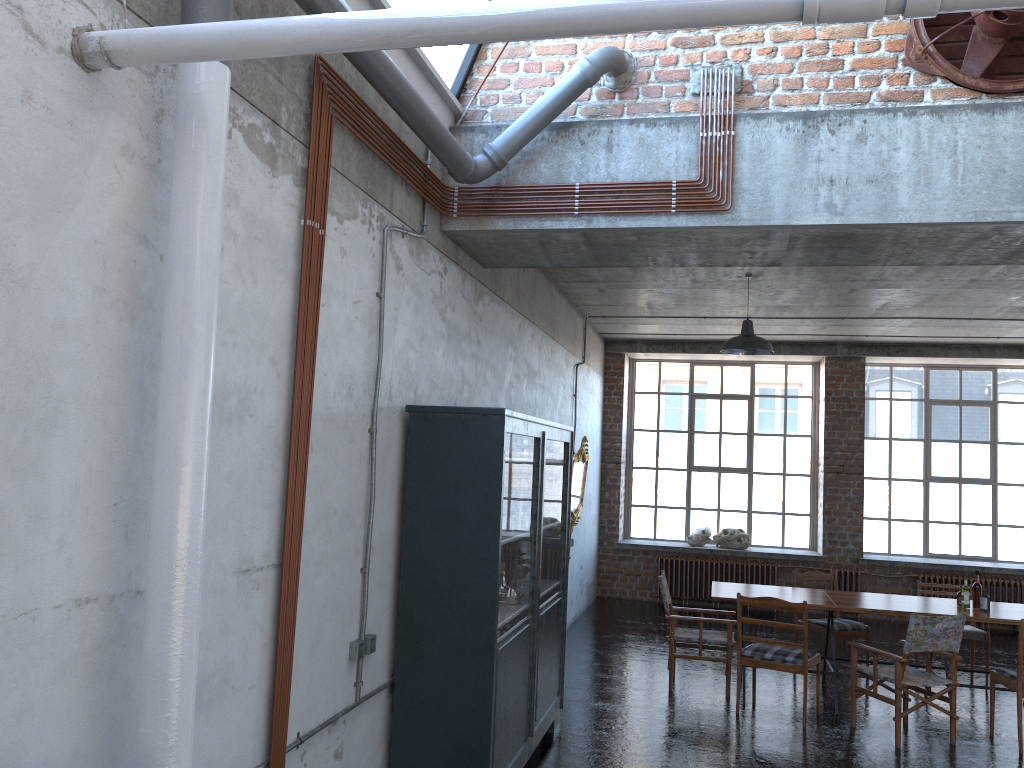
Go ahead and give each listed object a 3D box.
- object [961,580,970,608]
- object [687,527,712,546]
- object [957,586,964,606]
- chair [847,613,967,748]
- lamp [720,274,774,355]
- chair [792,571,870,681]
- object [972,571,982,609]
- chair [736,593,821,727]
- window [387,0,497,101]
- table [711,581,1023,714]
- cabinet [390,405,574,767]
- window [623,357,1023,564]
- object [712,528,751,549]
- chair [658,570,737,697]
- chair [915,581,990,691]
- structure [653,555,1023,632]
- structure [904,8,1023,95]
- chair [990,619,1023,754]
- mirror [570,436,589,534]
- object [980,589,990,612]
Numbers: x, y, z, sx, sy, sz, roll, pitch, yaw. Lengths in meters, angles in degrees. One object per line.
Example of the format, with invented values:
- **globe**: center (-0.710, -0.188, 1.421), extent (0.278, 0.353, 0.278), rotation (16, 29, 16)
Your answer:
- **object**: center (3.976, 1.840, 7.769), extent (0.070, 0.235, 0.041), rotation (1, -5, 13)
- **object**: center (2.831, 2.306, 13.397), extent (0.281, 0.281, 0.575), rotation (-1, -6, 39)
- **object**: center (3.995, 1.886, 7.879), extent (0.077, 0.173, 0.077), rotation (3, -5, -1)
- **chair**: center (3.094, 2.259, 6.955), extent (0.574, 1.031, 0.713), rotation (4, -5, -17)
- **lamp**: center (2.284, -0.749, 8.582), extent (0.502, 0.891, 0.502), rotation (1, -5, 17)
- **chair**: center (3.226, 2.448, 8.989), extent (0.573, 1.028, 0.509), rotation (4, -5, -22)
- **object**: center (4.085, 1.804, 7.788), extent (0.075, 0.324, 0.075), rotation (-1, -6, 38)
- **chair**: center (2.227, 2.273, 7.412), extent (0.573, 1.028, 0.509), rotation (-1, -6, 33)
- **window**: center (-0.799, -3.303, 1.781), extent (0.994, 2.404, 8.048), rotation (1, -5, 13)
- **table**: center (3.362, 2.406, 7.900), extent (3.112, 0.917, 1.067), rotation (1, -5, 13)
- **cabinet**: center (-0.095, 1.373, 5.906), extent (0.572, 2.297, 2.386), rotation (1, -5, 13)
- **window**: center (9.071, 2.867, 12.658), extent (19.864, 12.900, 0.747), rotation (1, -5, 13)
- **object**: center (3.254, 2.299, 13.235), extent (0.418, 0.305, 0.625), rotation (4, -5, -13)
- **chair**: center (1.716, 2.307, 8.252), extent (0.713, 1.031, 0.574), rotation (1, -5, 13)
- **chair**: center (4.386, 2.507, 8.881), extent (0.589, 0.971, 0.577), rotation (1, -5, 13)
- **structure**: center (4.698, 2.936, 12.464), extent (5.349, 0.713, 0.232), rotation (1, -5, 13)
- **structure**: center (2.792, -2.160, 5.051), extent (1.058, 1.096, 0.808), rotation (1, -5, 13)
- **chair**: center (4.101, 2.309, 6.854), extent (0.573, 1.028, 0.509), rotation (2, -5, 3)
- **mirror**: center (0.808, 1.215, 10.720), extent (0.172, 1.182, 1.339), rotation (1, -5, 13)
- **object**: center (4.082, 1.865, 7.652), extent (0.051, 0.180, 0.097), rotation (4, -5, -15)
